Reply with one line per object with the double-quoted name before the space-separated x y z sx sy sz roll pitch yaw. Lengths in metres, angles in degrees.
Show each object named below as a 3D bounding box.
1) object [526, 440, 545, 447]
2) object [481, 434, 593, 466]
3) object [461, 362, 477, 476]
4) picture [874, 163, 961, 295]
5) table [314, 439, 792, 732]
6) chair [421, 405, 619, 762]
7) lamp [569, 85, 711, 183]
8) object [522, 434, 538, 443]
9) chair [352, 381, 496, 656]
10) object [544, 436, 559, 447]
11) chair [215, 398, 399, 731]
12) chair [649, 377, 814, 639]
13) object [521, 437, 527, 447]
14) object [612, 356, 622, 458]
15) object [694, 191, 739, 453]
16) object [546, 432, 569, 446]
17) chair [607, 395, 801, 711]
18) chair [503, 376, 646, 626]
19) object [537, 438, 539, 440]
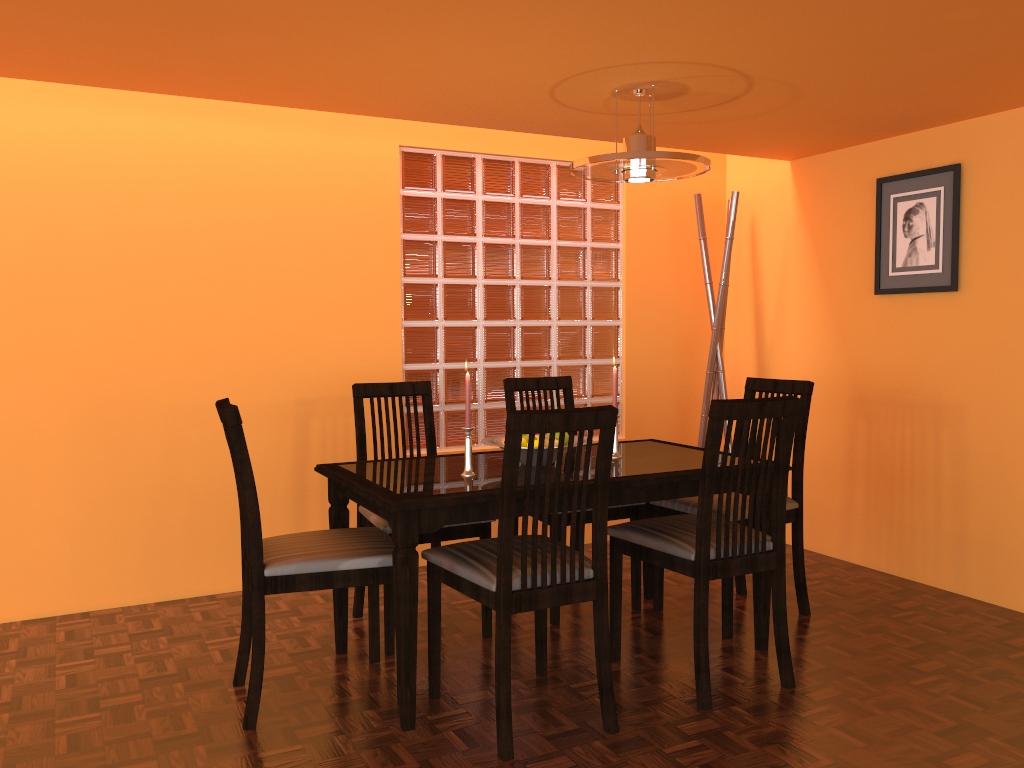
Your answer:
"object" 0.067 0.186 2.583 0.055 0.046 0.046 1 4 26
"object" 0.075 0.205 2.661 0.337 0.072 0.337 2 4 29
"object" -0.122 0.091 2.461 0.044 0.326 0.044 -3 5 -38
"picture" 1.521 -0.571 3.343 0.014 0.456 0.361 -2 4 -27
"table" 0.119 0.531 2.688 1.259 0.584 0.697 -2 4 -27
"chair" 0.028 0.447 2.239 0.373 0.809 0.465 -2 4 -27
"lamp" 0.396 -0.770 2.752 0.435 0.274 0.435 -1 4 -5
"object" 0.037 0.189 2.674 0.087 0.076 0.089 -2 4 -21
"chair" -0.320 0.407 2.921 0.373 0.809 0.465 -2 4 -27
"object" 0.119 0.185 2.617 0.055 0.070 0.066 3 5 44
"chair" -0.539 0.442 2.378 0.465 0.809 0.373 -2 4 -22
"chair" 0.768 0.393 3.034 0.465 0.809 0.373 -3 4 -32
"object" 0.017 0.175 2.582 0.055 0.046 0.046 -4 5 -44
"object" 0.323 0.068 2.782 0.044 0.326 0.044 -3 5 -38
"object" 0.932 -0.056 3.987 0.226 1.589 0.308 -1 4 -5
"object" 0.138 0.167 2.693 0.069 0.066 0.069 -1 4 -17
"chair" 0.541 0.428 2.501 0.373 0.809 0.465 -2 4 -27
"chair" 0.194 0.387 3.182 0.373 0.809 0.465 -2 4 -27
"object" 0.090 0.190 2.716 0.047 0.056 0.045 -2 4 -20
